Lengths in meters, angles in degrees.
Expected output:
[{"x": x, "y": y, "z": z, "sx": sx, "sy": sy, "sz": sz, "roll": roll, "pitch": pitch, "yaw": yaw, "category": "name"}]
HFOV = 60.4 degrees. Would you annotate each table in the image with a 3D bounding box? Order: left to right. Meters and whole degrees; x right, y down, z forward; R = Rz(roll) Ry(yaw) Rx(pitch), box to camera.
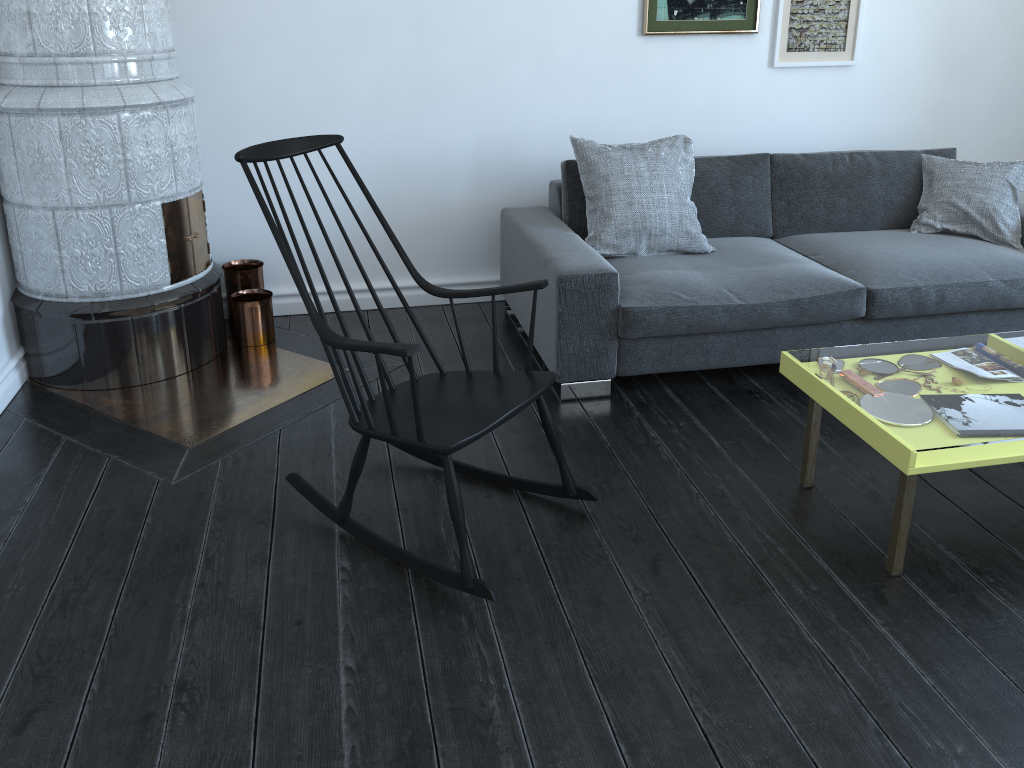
[{"x": 1.528, "y": 0.151, "z": 2.477, "sx": 1.402, "sy": 0.385, "sz": 0.623, "roll": -5, "pitch": 23, "yaw": -11, "category": "table"}]

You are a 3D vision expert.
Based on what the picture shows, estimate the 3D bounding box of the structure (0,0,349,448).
[{"x": -1.351, "y": -1.398, "z": 3.021, "sx": 1.284, "sy": 2.787, "sz": 0.798, "roll": 12, "pitch": 22, "yaw": 31, "category": "structure"}]

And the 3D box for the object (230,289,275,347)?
[{"x": -1.081, "y": -0.276, "z": 3.684, "sx": 0.175, "sy": 0.192, "sz": 0.177, "roll": -8, "pitch": 22, "yaw": -20, "category": "object"}]

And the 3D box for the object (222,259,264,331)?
[{"x": -1.158, "y": -0.384, "z": 3.830, "sx": 0.173, "sy": 0.271, "sz": 0.182, "roll": -4, "pitch": 20, "yaw": -11, "category": "object"}]

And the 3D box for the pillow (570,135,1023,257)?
[{"x": 1.254, "y": -0.832, "z": 3.759, "sx": 2.055, "sy": 0.475, "sz": 0.496, "roll": -3, "pitch": 21, "yaw": -7, "category": "pillow"}]

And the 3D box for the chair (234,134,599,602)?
[{"x": -0.276, "y": -0.112, "z": 2.354, "sx": 0.916, "sy": 0.969, "sz": 0.628, "roll": 13, "pitch": 24, "yaw": 31, "category": "chair"}]

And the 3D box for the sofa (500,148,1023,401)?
[{"x": 1.211, "y": -0.566, "z": 3.719, "sx": 2.376, "sy": 0.698, "sz": 1.125, "roll": -5, "pitch": 23, "yaw": -11, "category": "sofa"}]
